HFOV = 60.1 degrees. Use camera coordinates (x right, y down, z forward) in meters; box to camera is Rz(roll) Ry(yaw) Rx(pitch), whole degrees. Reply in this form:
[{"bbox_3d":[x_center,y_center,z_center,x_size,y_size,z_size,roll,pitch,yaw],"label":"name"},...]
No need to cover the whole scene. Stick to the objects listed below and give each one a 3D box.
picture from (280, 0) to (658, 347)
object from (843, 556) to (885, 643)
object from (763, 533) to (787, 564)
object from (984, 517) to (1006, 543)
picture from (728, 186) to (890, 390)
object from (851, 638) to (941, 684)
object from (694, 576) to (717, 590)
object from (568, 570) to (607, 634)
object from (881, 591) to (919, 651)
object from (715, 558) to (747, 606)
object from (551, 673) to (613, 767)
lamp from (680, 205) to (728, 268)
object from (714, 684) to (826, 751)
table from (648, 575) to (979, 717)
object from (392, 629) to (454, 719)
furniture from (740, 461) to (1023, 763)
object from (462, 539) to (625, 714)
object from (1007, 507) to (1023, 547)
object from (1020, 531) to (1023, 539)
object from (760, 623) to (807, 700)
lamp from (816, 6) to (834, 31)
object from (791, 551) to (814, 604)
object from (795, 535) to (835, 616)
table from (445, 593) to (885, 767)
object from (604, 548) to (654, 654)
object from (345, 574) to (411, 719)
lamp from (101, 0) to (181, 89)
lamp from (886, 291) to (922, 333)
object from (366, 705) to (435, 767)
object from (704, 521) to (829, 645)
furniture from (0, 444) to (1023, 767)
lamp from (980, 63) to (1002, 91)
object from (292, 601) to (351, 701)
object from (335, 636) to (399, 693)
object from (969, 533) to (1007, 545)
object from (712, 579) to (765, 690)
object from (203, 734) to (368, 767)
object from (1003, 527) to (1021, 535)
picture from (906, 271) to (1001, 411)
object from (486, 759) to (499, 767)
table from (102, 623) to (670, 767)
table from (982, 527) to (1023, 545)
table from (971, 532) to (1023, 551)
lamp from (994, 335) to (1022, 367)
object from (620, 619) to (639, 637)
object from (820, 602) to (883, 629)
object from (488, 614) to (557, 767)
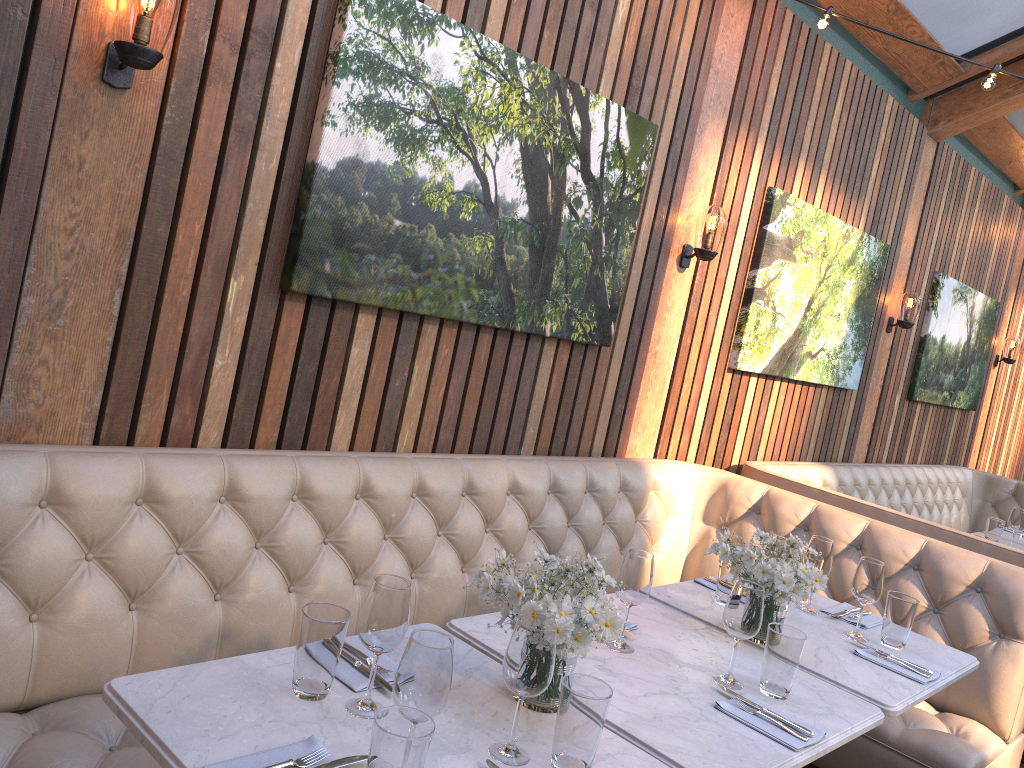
[{"bbox_3d":[-0.035,-0.711,3.297,0.065,0.996,1.641,14,4,43],"label":"picture"},{"bbox_3d":[1.083,0.660,2.718,0.092,0.244,0.093,10,3,-44],"label":"object"},{"bbox_3d":[0.801,0.596,2.762,0.092,0.244,0.092,12,2,1],"label":"object"},{"bbox_3d":[2.690,0.832,4.943,0.092,0.158,0.091,14,3,29],"label":"object"},{"bbox_3d":[1.843,-0.507,5.332,0.065,0.996,1.641,14,4,43],"label":"picture"},{"bbox_3d":[1.093,0.793,2.559,0.257,0.019,0.156,17,7,43],"label":"object"},{"bbox_3d":[0.744,0.682,2.927,0.257,0.019,0.156,17,7,43],"label":"object"},{"bbox_3d":[0.180,0.558,2.229,0.092,0.158,0.091,14,3,29],"label":"object"},{"bbox_3d":[1.180,0.726,2.707,0.092,0.158,0.091,14,3,29],"label":"object"},{"bbox_3d":[0.686,0.613,2.776,0.092,0.158,0.091,14,3,29],"label":"object"},{"bbox_3d":[0.118,0.609,1.567,0.092,0.158,0.091,14,3,29],"label":"object"},{"bbox_3d":[0.932,-0.702,4.252,0.179,0.319,0.145,15,3,43],"label":"lamp"},{"bbox_3d":[0.558,0.735,1.977,0.257,0.019,0.156,17,7,43],"label":"object"},{"bbox_3d":[0.859,1.076,2.769,0.805,0.670,0.794,16,5,42],"label":"table"},{"bbox_3d":[-0.152,0.523,1.412,0.092,0.244,0.092,12,2,1],"label":"object"},{"bbox_3d":[3.070,1.162,5.766,1.724,0.857,4.136,16,7,43],"label":"furniture"},{"bbox_3d":[0.078,0.501,1.803,0.327,0.309,0.339,10,5,-35],"label":"object"},{"bbox_3d":[2.805,0.814,4.929,0.092,0.244,0.092,12,2,1],"label":"object"},{"bbox_3d":[3.230,0.891,5.526,0.092,0.158,0.091,14,3,29],"label":"object"},{"bbox_3d":[0.645,0.668,2.125,0.092,0.158,0.091,14,3,29],"label":"object"},{"bbox_3d":[1.431,-1.677,4.051,0.063,0.118,0.056,13,3,26],"label":"lamp"},{"bbox_3d":[0.996,0.658,3.004,0.091,0.158,0.092,12,3,-11],"label":"object"},{"bbox_3d":[0.992,0.624,2.894,0.092,0.244,0.092,12,2,1],"label":"object"},{"bbox_3d":[0.309,1.016,2.175,0.805,0.670,0.794,16,5,43],"label":"table"},{"bbox_3d":[0.295,0.540,2.215,0.092,0.244,0.092,12,2,1],"label":"object"},{"bbox_3d":[-0.245,0.481,1.633,0.092,0.244,0.092,12,2,1],"label":"object"},{"bbox_3d":[-0.937,-0.906,2.236,0.179,0.319,0.145,15,3,43],"label":"lamp"},{"bbox_3d":[2.776,-0.501,6.241,0.179,0.319,0.145,15,3,43],"label":"lamp"},{"bbox_3d":[-0.174,0.573,1.304,0.092,0.158,0.091,14,3,29],"label":"object"},{"bbox_3d":[0.725,0.571,2.502,0.327,0.309,0.339,10,4,-31],"label":"object"},{"bbox_3d":[0.018,0.828,2.474,1.724,0.857,4.136,16,7,43],"label":"furniture"},{"bbox_3d":[2.008,-1.291,3.716,0.056,0.119,0.061,11,3,-25],"label":"lamp"},{"bbox_3d":[-0.360,0.499,1.647,0.092,0.158,0.091,14,3,29],"label":"object"},{"bbox_3d":[-0.302,0.568,1.798,0.257,0.019,0.156,17,7,43],"label":"object"},{"bbox_3d":[2.748,0.900,5.095,0.257,0.019,0.156,17,7,43],"label":"object"},{"bbox_3d":[0.548,0.602,2.136,0.092,0.244,0.092,12,2,1],"label":"object"},{"bbox_3d":[-0.334,0.602,1.380,0.159,0.019,0.254,17,7,43],"label":"object"},{"bbox_3d":[3.288,0.959,5.678,0.257,0.019,0.156,17,7,43],"label":"object"},{"bbox_3d":[3.689,-0.306,7.333,0.065,0.996,1.641,14,4,43],"label":"picture"},{"bbox_3d":[0.030,0.676,1.420,0.257,0.019,0.156,17,7,43],"label":"object"},{"bbox_3d":[-0.242,0.956,1.581,0.805,0.670,0.794,16,5,42],"label":"table"},{"bbox_3d":[3.358,1.349,5.464,0.805,0.670,0.794,16,5,43],"label":"table"},{"bbox_3d":[2.807,1.289,4.870,0.805,0.670,0.794,16,5,42],"label":"table"},{"bbox_3d":[4.632,-0.299,8.243,0.179,0.319,0.145,15,3,43],"label":"lamp"},{"bbox_3d":[0.238,0.627,2.381,0.257,0.019,0.156,17,7,43],"label":"object"},{"bbox_3d":[1.128,0.764,2.933,0.159,0.019,0.254,17,7,43],"label":"object"},{"bbox_3d":[0.020,0.544,1.579,0.092,0.244,0.092,12,2,1],"label":"object"}]
